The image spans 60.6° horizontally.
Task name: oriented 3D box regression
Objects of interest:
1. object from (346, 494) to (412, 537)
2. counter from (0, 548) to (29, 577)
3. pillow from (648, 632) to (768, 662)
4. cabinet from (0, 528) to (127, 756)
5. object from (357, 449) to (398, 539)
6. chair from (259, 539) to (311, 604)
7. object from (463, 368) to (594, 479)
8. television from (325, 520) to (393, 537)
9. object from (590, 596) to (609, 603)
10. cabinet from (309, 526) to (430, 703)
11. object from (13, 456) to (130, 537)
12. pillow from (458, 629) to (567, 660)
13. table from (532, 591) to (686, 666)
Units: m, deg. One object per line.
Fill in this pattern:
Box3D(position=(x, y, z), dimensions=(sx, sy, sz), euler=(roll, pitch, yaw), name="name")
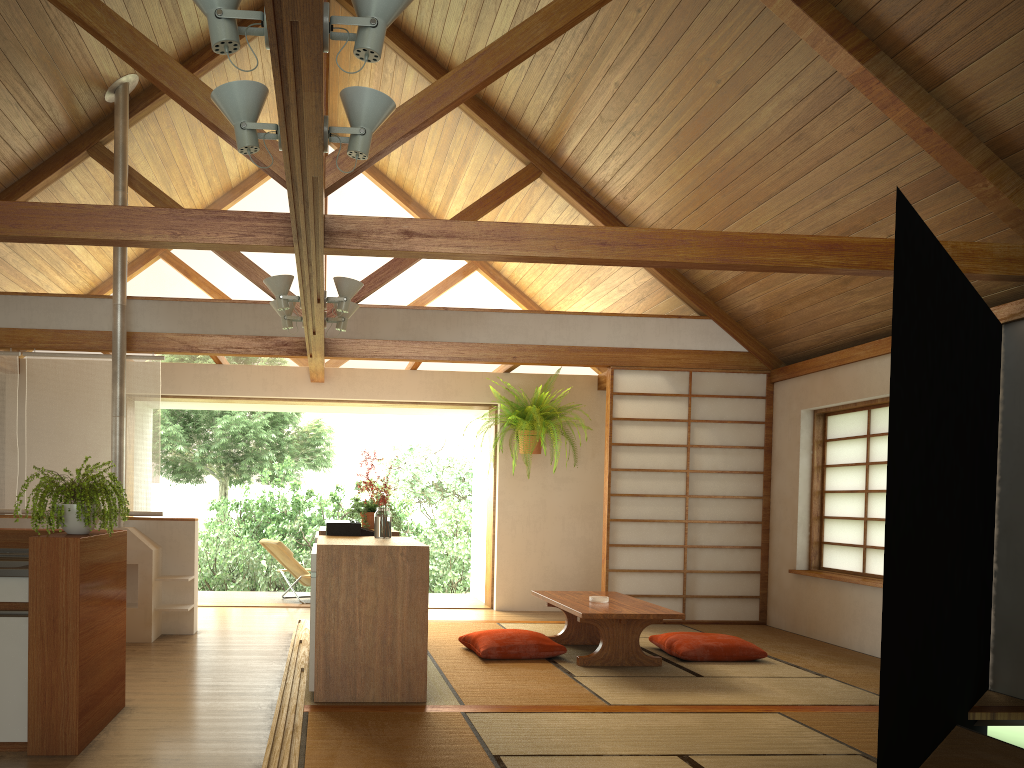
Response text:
Box3D(position=(-1.069, 0.987, 6.444), dimensions=(0.530, 0.376, 0.538), euler=(-3, -6, 42), name="object")
Box3D(position=(-3.273, 0.788, 3.732), dimensions=(2.552, 0.168, 0.628), euler=(2, -7, -5), name="counter")
Box3D(position=(1.232, 1.670, 5.603), dimensions=(0.547, 0.131, 0.576), euler=(2, -7, -9), name="pillow")
Box3D(position=(-3.200, 1.073, 3.835), dimensions=(2.749, 0.881, 0.853), euler=(2, -3, -5), name="cabinet")
Box3D(position=(-0.747, 0.600, 4.816), dimensions=(0.237, 0.500, 0.226), euler=(1, 0, -2), name="object")
Box3D(position=(-1.940, 1.907, 8.995), dimensions=(1.167, 0.627, 0.852), euler=(5, -5, -32), name="chair")
Box3D(position=(0.229, 0.401, 8.123), dimensions=(1.240, 1.128, 1.091), euler=(2, -3, -14), name="object")
Box3D(position=(-0.916, 1.121, 5.415), dimensions=(0.483, 0.538, 0.655), euler=(1, -4, -9), name="television")
Box3D(position=(0.550, 1.355, 5.512), dimensions=(0.112, 0.030, 0.127), euler=(6, -9, -34), name="object")
Box3D(position=(-0.951, 1.295, 5.417), dimensions=(0.546, 0.734, 2.717), euler=(2, -7, -12), name="cabinet")
Box3D(position=(-1.894, 0.495, 3.830), dimensions=(0.470, 0.350, 0.479), euler=(0, -5, 16), name="object")
Box3D(position=(-0.004, 1.627, 5.523), dimensions=(0.541, 0.148, 0.582), euler=(3, -7, -14), name="pillow")
Box3D(position=(0.557, 1.543, 5.540), dimensions=(0.591, 0.335, 1.233), euler=(2, -7, -10), name="table")
